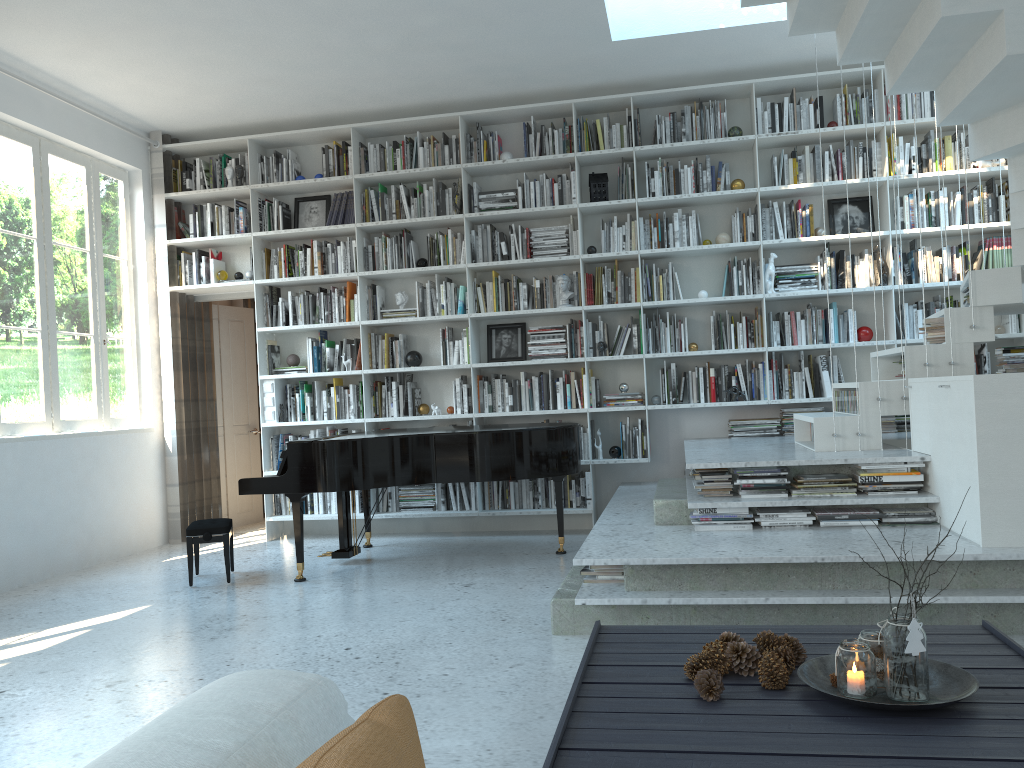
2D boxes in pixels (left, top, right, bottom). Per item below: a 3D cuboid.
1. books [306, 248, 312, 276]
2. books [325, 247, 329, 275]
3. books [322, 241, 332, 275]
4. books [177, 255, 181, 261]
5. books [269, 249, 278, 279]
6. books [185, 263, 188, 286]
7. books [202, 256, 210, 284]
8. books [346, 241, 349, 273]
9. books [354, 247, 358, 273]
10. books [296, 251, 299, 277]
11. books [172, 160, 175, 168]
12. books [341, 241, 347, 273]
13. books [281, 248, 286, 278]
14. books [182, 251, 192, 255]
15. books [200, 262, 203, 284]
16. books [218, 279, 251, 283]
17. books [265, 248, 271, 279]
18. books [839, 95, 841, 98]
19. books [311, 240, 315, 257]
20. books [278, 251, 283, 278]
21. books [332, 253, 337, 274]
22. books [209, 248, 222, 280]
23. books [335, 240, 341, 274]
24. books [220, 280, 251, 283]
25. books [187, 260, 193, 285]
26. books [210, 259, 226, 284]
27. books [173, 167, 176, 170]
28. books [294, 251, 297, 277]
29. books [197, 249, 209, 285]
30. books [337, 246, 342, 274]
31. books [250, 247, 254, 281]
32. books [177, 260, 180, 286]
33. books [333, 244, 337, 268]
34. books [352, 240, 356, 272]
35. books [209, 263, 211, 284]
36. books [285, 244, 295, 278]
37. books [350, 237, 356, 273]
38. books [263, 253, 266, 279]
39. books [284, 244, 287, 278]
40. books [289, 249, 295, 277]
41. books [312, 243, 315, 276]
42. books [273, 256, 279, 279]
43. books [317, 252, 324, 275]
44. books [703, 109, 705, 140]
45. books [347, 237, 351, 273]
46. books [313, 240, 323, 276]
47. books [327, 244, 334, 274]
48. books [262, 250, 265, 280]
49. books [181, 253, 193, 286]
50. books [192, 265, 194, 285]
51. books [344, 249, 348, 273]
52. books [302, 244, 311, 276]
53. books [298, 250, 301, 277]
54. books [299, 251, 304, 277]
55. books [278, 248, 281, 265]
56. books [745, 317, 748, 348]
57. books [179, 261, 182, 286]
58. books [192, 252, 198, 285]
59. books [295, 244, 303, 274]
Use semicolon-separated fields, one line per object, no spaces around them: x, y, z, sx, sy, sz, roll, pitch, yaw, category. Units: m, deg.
-1.564;-0.934;6.954;0.047;0.238;0.162;-3;0;11;books
-1.416;-0.939;6.918;0.013;0.232;0.171;-3;0;11;books
-1.434;-0.965;6.932;0.025;0.286;0.161;-3;0;11;books
-2.660;-0.895;7.140;0.011;0.272;0.188;-3;0;11;books
-1.865;-0.929;7.017;0.062;0.258;0.153;-3;0;11;books
-2.574;-0.861;7.144;0.029;0.197;0.160;-3;-1;11;books
-2.414;-0.890;7.088;0.021;0.237;0.188;-3;-1;11;books
-1.243;-0.965;6.902;0.024;0.266;0.155;-3;0;11;books
-1.151;-0.938;6.840;0.039;0.202;0.236;-3;-1;11;books
-1.650;-0.920;6.961;0.014;0.218;0.164;-3;-1;11;books
-2.709;-1.645;7.163;0.012;0.307;0.180;-3;0;11;books
-1.283;-0.962;6.887;0.022;0.263;0.174;-3;0;11;books
-1.764;-0.931;6.984;0.014;0.252;0.187;-3;0;11;books
-2.616;-0.912;7.167;0.013;0.303;0.135;-3;0;11;books
-2.442;-0.866;7.112;0.024;0.193;0.181;-3;-1;11;books
-2.177;-0.814;7.073;0.285;0.012;0.159;-3;-1;13;books
-1.904;-0.929;7.008;0.012;0.263;0.180;-3;0;11;books
2.300;-1.878;6.233;0.008;0.258;0.147;-3;0;11;books
-1.535;-0.969;6.952;0.014;0.304;0.151;-3;0;11;books
-1.785;-0.919;6.989;0.030;0.230;0.172;-3;-1;11;books
-1.368;-0.918;6.922;0.022;0.186;0.136;-3;0;11;books
-2.367;-0.923;7.100;0.013;0.298;0.179;-3;0;11;books
-1.329;-0.968;6.901;0.012;0.281;0.188;-3;0;11;books
-2.177;-0.802;7.070;0.285;0.012;0.159;-3;-1;8;books
-2.557;-0.874;7.133;0.010;0.220;0.181;-3;-1;11;books
-2.346;-0.881;7.082;0.029;0.211;0.187;-3;-1;11;books
-2.693;-1.612;7.173;0.011;0.241;0.151;-3;0;11;books
-1.672;-0.925;6.982;0.012;0.230;0.149;-3;0;11;books
-2.465;-0.918;7.102;0.013;0.297;0.187;-3;0;11;books
-1.308;-0.944;6.893;0.030;0.230;0.172;-3;-1;11;books
-2.031;-0.934;7.037;0.012;0.285;0.159;-3;0;11;books
-2.645;-0.873;7.149;0.013;0.228;0.179;-3;-1;11;books
-1.348;-0.956;6.923;0.035;0.260;0.131;-3;0;11;books
-1.184;-0.967;6.871;0.035;0.264;0.177;-3;0;11;books
-2.381;-0.868;7.123;0.029;0.191;0.134;-3;0;11;books
-1.735;-0.945;6.971;0.011;0.277;0.164;-3;0;11;books
-1.212;-0.978;6.879;0.022;0.289;0.169;-3;0;11;books
-1.918;-0.913;7.019;0.022;0.232;0.151;-3;0;11;books
-1.748;-0.946;6.985;0.020;0.281;0.164;-3;0;11;books
-1.702;-0.933;6.983;0.047;0.249;0.134;-3;0;11;books
-1.519;-0.953;6.930;0.023;0.271;0.187;-3;0;11;books
-1.824;-0.900;6.985;0.026;0.195;0.175;-3;-1;11;books
-1.464;-0.918;6.911;0.029;0.195;0.192;-3;-1;11;books
1.380;-1.847;6.389;0.006;0.289;0.155;-3;0;11;books
-1.231;-0.978;6.870;0.012;0.291;0.182;-3;0;11;books
-1.494;-0.962;6.920;0.030;0.286;0.185;-3;0;11;books
-1.394;-0.954;6.928;0.029;0.260;0.157;-3;0;11;books
-1.934;-0.923;7.031;0.012;0.254;0.161;-3;0;11;books
-2.602;-0.903;7.141;0.023;0.281;0.170;-3;0;11;books
-2.532;-0.857;7.154;0.029;0.185;0.134;-3;0;11;books
-1.262;-0.934;6.896;0.013;0.206;0.172;-3;-1;11;books
-1.595;-0.950;6.956;0.014;0.272;0.180;-3;0;11;books
-1.636;-0.926;6.965;0.011;0.229;0.170;-3;-1;11;books
-1.616;-0.921;6.955;0.031;0.217;0.173;-3;-1;11;books
-1.805;-0.934;6.998;0.010;0.263;0.151;-3;0;11;books
1.678;-0.362;6.363;0.016;0.231;0.138;-3;0;11;books
-2.631;-0.871;7.147;0.013;0.222;0.162;-3;0;11;books
-2.512;-0.907;7.133;0.022;0.281;0.156;-3;0;11;books
-1.662;-0.949;6.976;0.012;0.277;0.150;-3;0;11;books
